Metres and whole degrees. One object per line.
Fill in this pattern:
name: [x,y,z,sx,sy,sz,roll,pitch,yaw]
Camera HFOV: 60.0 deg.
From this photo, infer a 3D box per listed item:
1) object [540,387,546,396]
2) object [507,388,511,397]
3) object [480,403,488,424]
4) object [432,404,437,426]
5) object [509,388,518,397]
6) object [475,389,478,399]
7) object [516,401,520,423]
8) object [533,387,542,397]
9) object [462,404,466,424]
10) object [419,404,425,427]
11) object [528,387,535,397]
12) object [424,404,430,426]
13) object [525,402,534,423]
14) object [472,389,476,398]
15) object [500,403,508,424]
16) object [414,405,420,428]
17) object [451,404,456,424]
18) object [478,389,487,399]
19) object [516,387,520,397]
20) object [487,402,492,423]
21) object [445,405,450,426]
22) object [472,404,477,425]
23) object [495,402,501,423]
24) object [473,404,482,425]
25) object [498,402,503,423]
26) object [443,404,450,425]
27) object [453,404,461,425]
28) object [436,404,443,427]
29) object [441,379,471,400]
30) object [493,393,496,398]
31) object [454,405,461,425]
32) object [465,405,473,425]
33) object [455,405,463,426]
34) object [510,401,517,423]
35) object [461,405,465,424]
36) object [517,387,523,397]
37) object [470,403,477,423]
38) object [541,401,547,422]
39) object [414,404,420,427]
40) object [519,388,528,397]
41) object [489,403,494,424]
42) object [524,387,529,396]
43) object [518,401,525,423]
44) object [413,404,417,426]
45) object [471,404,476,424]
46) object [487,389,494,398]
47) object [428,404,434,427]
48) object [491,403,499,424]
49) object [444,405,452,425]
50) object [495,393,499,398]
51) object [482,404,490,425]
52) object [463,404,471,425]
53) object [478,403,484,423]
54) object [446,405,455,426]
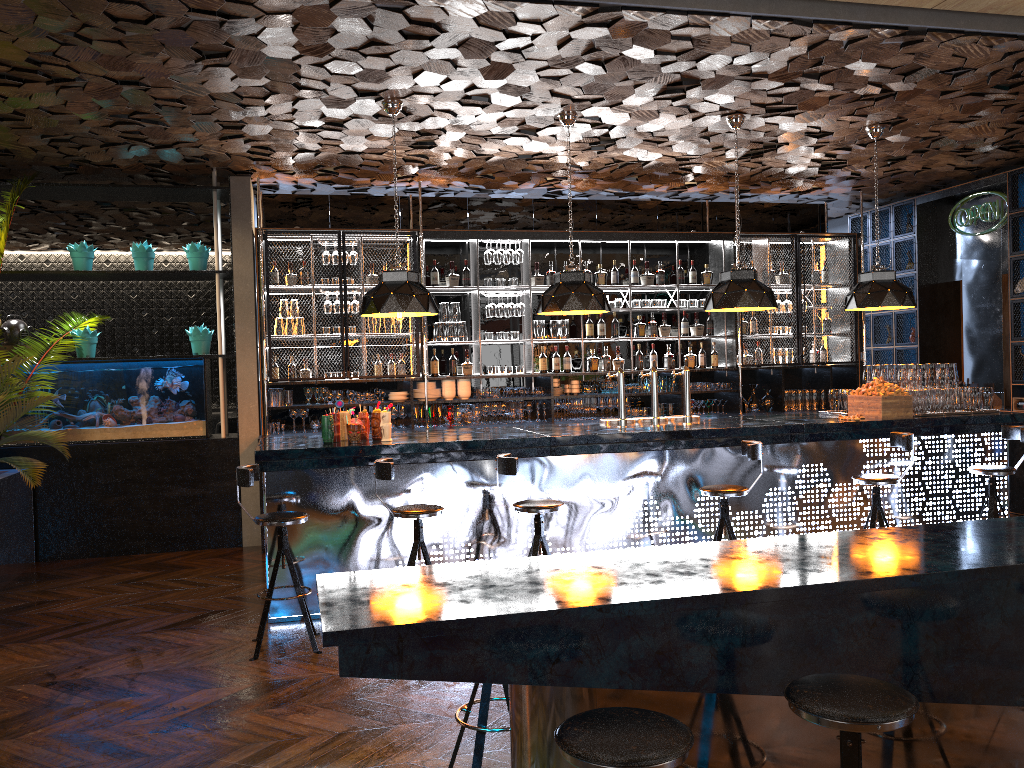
object: [0.317,0.082,9.468,0.095,0.096,0.095,-1,1,10]
object: [-0.010,0.090,9.483,0.093,0.099,0.093,-2,1,-26]
object: [-0.294,0.312,9.381,0.084,0.216,0.084,-2,1,-2]
object: [-0.812,0.324,9.221,0.073,0.229,0.073,-2,1,-25]
object: [0.016,0.091,9.378,0.093,0.099,0.093,-2,1,3]
object: [-0.341,0.103,9.349,0.100,0.100,0.089,-3,2,-41]
object: [0.079,0.296,9.410,0.071,0.226,0.071,-3,2,-42]
object: [0.265,0.085,9.381,0.095,0.096,0.095,-3,2,-40]
object: [-0.490,0.319,9.383,0.082,0.213,0.082,-1,1,18]
object: [-0.935,0.328,9.172,0.073,0.229,0.073,-2,1,-25]
object: [0.215,0.085,9.476,0.095,0.096,0.095,-2,1,-13]
object: [-0.881,0.325,9.271,0.073,0.229,0.073,-2,1,-25]
object: [0.187,0.297,9.385,0.092,0.218,0.092,-1,1,37]
object: [-0.371,0.101,9.465,0.100,0.100,0.089,-2,1,-7]
object: [-0.088,0.308,9.294,0.084,0.216,0.084,-1,1,29]
object: [-0.977,0.331,9.089,0.073,0.229,0.073,-2,1,-25]
object: [-0.606,0.321,9.444,0.082,0.213,0.082,-1,1,17]
object: [-0.307,0.104,9.240,0.100,0.100,0.089,-2,1,-9]
object: [0.078,0.086,9.557,0.093,0.099,0.093,-2,1,-26]
object: [-0.239,0.307,9.529,0.084,0.216,0.084,-2,1,-15]
object: [-0.655,0.327,9.252,0.082,0.213,0.082,-2,1,-22]
object: [-0.374,0.317,9.320,0.082,0.213,0.082,-2,1,-33]
object: [-0.153,0.304,9.557,0.084,0.216,0.084,-1,1,9]
object: [-0.359,0.319,9.230,0.082,0.213,0.082,-1,1,16]
object: [-0.123,0.306,9.426,0.084,0.216,0.084,-1,1,28]
object: [-0.699,0.324,9.423,0.082,0.213,0.082,-3,1,-37]
object: [-0.580,0.322,9.361,0.082,0.213,0.082,-2,1,7]
object: [-0.744,0.323,9.162,0.073,0.229,0.073,-2,1,-25]
object: [-0.581,0.053,9.255,0.309,0.216,0.149,-2,1,-16]
object: [-0.175,0.123,9.358,0.044,0.048,0.049,-1,1,18]
object: [-0.566,0.324,9.271,0.082,0.213,0.082,-3,1,-38]
object: [-0.449,0.322,9.210,0.082,0.213,0.082,-1,1,19]
object: [-0.550,0.325,9.185,0.082,0.213,0.082,-1,1,15]
object: [0.018,0.299,9.352,0.071,0.226,0.071,-3,2,-42]
object: [-0.509,0.318,9.471,0.082,0.213,0.082,-2,1,-14]
object: [0.097,0.087,9.457,0.093,0.099,0.093,-3,2,-42]
object: [-0.414,0.315,9.493,0.082,0.213,0.082,-2,1,-23]
object: [0.345,0.292,9.441,0.071,0.217,0.071,-2,1,-6]
object: [-0.991,0.328,9.236,0.073,0.229,0.073,-2,1,-25]
object: [0.126,0.088,9.357,0.093,0.099,0.093,-2,1,5]
object: [-0.204,0.309,9.400,0.084,0.216,0.084,-2,1,-21]
object: [0.165,0.083,9.635,0.095,0.096,0.095,-2,1,3]
object: [0.098,0.297,9.331,0.071,0.226,0.071,-3,2,-42]
object: [-1.021,0.327,9.340,0.073,0.229,0.073,-2,1,-25]
object: [-0.395,0.316,9.407,0.082,0.213,0.082,-2,1,-26]
object: [-0.241,0.100,9.314,0.089,0.100,0.100,-1,1,22]
object: [-0.840,0.326,9.143,0.073,0.229,0.073,-2,1,-25]
object: [-0.176,0.311,9.271,0.084,0.216,0.084,-2,1,1]
object: [-0.674,0.325,9.337,0.082,0.213,0.082,-1,1,36]
object: [-0.160,0.124,9.304,0.049,0.048,0.044,-1,1,29]
object: [-0.267,0.314,9.250,0.084,0.216,0.084,-2,1,-26]
object: [-0.468,0.320,9.296,0.082,0.213,0.082,-2,1,-35]
object: [-0.330,0.310,9.513,0.084,0.216,0.084,-1,1,25]
object: [-0.637,0.328,9.164,0.082,0.213,0.082,-1,1,15]
